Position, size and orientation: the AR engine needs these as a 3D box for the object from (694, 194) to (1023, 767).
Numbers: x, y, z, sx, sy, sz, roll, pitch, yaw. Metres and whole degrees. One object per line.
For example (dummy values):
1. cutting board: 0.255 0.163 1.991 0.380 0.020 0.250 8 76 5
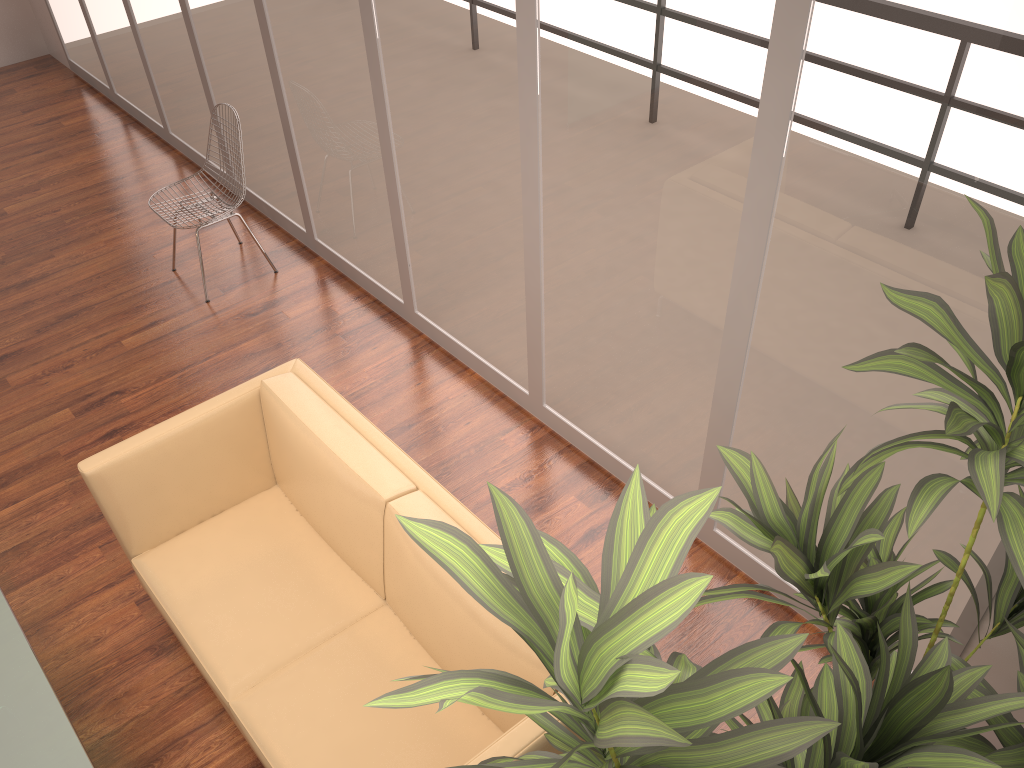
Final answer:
1. object: 0.938 0.673 1.929 0.959 2.207 1.038 -17 44 -15

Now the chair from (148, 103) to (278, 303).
1. chair: -1.709 -1.031 4.942 0.548 0.945 0.529 -30 49 -27

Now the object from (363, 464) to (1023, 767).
1. object: 0.429 0.973 1.631 1.068 2.207 0.932 -20 45 -18

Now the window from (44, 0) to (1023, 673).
1. window: -1.263 -2.074 4.164 0.061 3.441 8.346 -32 49 -28

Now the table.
1. table: -1.533 1.441 2.451 0.918 0.588 1.823 -31 49 -27

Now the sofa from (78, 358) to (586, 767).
1. sofa: -0.551 0.785 2.895 0.859 0.879 1.756 -31 49 -28
